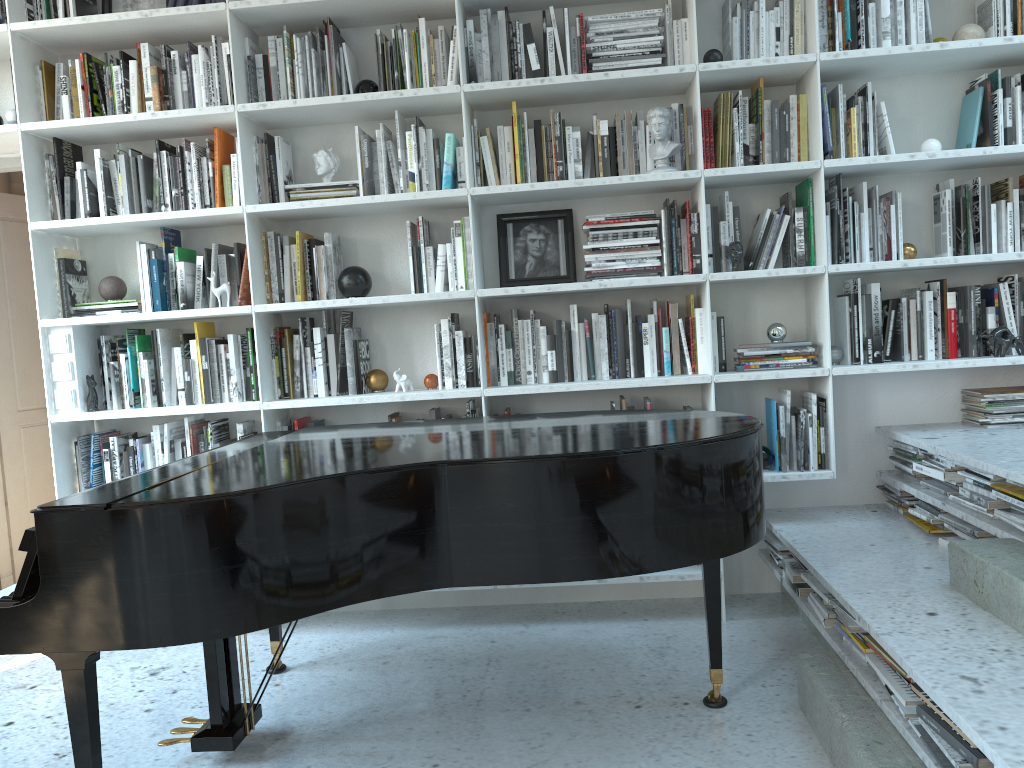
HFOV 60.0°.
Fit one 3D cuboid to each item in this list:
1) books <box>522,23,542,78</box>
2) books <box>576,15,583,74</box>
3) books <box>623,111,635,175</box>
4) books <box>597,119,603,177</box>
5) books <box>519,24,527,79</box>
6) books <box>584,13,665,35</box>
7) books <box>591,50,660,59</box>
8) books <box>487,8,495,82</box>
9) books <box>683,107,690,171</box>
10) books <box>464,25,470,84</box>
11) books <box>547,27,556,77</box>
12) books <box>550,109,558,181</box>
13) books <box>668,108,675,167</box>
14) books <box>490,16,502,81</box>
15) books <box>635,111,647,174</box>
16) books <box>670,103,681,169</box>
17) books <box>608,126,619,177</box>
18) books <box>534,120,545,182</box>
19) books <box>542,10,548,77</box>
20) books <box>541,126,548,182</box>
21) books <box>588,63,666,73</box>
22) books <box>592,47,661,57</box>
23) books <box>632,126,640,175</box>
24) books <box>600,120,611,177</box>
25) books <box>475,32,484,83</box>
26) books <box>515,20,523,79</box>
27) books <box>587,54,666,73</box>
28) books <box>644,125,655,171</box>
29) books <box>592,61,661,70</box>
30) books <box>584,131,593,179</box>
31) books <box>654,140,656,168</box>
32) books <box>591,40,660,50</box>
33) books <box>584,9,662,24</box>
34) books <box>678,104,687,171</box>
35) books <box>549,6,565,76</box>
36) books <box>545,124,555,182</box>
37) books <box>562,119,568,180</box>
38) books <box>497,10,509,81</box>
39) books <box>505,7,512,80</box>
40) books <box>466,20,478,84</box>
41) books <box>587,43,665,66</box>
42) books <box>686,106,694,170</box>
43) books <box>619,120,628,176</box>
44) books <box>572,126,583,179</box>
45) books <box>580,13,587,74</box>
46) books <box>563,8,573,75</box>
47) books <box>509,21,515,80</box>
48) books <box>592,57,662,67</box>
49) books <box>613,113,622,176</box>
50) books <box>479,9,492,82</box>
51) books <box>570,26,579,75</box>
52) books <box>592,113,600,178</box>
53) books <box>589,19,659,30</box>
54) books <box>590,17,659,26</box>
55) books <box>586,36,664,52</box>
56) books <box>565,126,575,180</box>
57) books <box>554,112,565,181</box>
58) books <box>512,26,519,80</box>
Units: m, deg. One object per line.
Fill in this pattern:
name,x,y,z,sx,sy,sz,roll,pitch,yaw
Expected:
books,0.084,-1.224,3.366,0.066,0.237,0.153,-3,4,5
books,0.256,-1.239,3.354,0.015,0.245,0.183,-3,4,5
books,0.444,-0.889,3.367,0.025,0.259,0.150,-3,4,5
books,0.333,-0.870,3.378,0.010,0.234,0.174,-3,4,5
books,0.046,-1.224,3.375,0.011,0.240,0.147,-3,4,5
books,0.418,-1.353,3.335,0.285,0.012,0.159,-4,3,0
books,0.428,-1.219,3.352,0.254,0.012,0.160,-3,3,7
books,-0.071,-1.254,3.398,0.014,0.313,0.133,-3,4,5
books,0.653,-0.904,3.363,0.014,0.261,0.137,-3,4,5
books,-0.161,-1.219,3.401,0.012,0.254,0.160,-3,4,5
books,0.152,-1.219,3.367,0.024,0.217,0.147,-3,4,5
books,0.164,-0.885,3.391,0.013,0.284,0.176,-3,4,5
books,0.595,-0.899,3.361,0.025,0.260,0.130,-3,4,5
books,-0.052,-1.231,3.372,0.025,0.266,0.185,-3,4,5
books,0.490,-0.893,3.373,0.024,0.259,0.126,-3,4,5
books,0.620,-0.911,3.369,0.025,0.279,0.108,-3,4,5
books,0.382,-0.856,3.367,0.029,0.200,0.178,-3,4,5
books,0.109,-0.870,3.416,0.028,0.259,0.134,-3,4,5
books,0.128,-1.252,3.373,0.022,0.285,0.130,-3,4,5
books,0.128,-0.855,3.396,0.012,0.228,0.169,-3,4,5
books,0.432,-1.171,3.358,0.285,0.012,0.159,-3,3,6
books,0.427,-1.232,3.351,0.254,0.012,0.160,-4,3,3
books,0.470,-0.866,3.383,0.022,0.207,0.114,-3,4,5
books,0.352,-0.866,3.366,0.029,0.224,0.185,-3,4,5
books,-0.114,-1.209,3.403,0.027,0.228,0.147,-3,4,5
books,0.033,-1.228,3.374,0.014,0.250,0.172,-3,4,5
books,0.428,-1.207,3.350,0.285,0.012,0.159,-4,3,2
books,0.521,-0.866,3.371,0.035,0.201,0.149,-3,4,5
books,0.431,-1.183,3.359,0.254,0.012,0.160,-3,3,5
books,0.292,-0.851,3.397,0.050,0.199,0.145,-3,4,5
books,0.543,-0.898,3.375,0.014,0.263,0.135,-3,4,5
books,0.425,-1.255,3.352,0.254,0.012,0.160,-3,3,6
books,0.418,-1.366,3.342,0.285,0.012,0.159,-3,3,7
books,0.638,-0.905,3.352,0.014,0.266,0.153,-3,4,5
books,0.178,-1.258,3.365,0.049,0.291,0.162,-3,4,5
books,0.147,-0.860,3.401,0.025,0.236,0.137,-3,4,5
books,0.205,-0.872,3.402,0.011,0.252,0.130,-3,4,5
books,-0.025,-1.248,3.386,0.029,0.295,0.151,-3,4,5
books,-0.006,-1.251,3.377,0.011,0.300,0.179,-3,4,5
books,-0.143,-1.226,3.388,0.026,0.267,0.170,-3,4,5
books,0.426,-1.243,3.353,0.285,0.012,0.159,-3,3,6
books,0.672,-0.907,3.369,0.023,0.265,0.107,-3,4,5
books,0.421,-0.874,3.389,0.025,0.230,0.142,-3,4,5
books,0.251,-0.856,3.387,0.030,0.215,0.168,-3,4,5
books,0.269,-1.240,3.340,0.013,0.247,0.176,-3,4,5
books,0.212,-1.248,3.349,0.021,0.269,0.191,-3,4,5
books,0.007,-1.228,3.380,0.011,0.252,0.152,-3,4,5
books,0.430,-1.195,3.356,0.254,0.012,0.160,-4,3,4
books,0.400,-0.879,3.353,0.012,0.245,0.185,-3,4,5
books,-0.091,-1.244,3.381,0.026,0.297,0.179,-3,4,5
books,0.238,-1.224,3.365,0.024,0.216,0.132,-3,4,5
books,0.321,-0.882,3.383,0.014,0.259,0.161,-3,4,5
books,0.420,-1.330,3.344,0.254,0.012,0.160,-3,3,7
books,0.420,-1.342,3.348,0.254,0.012,0.160,-3,3,5
books,0.424,-1.267,3.346,0.285,0.012,0.159,-3,3,8
books,0.223,-0.855,3.388,0.024,0.216,0.175,-3,4,5
books,0.184,-0.877,3.375,0.028,0.268,0.189,-3,4,5
books,0.020,-1.219,3.380,0.014,0.233,0.147,-3,4,5
